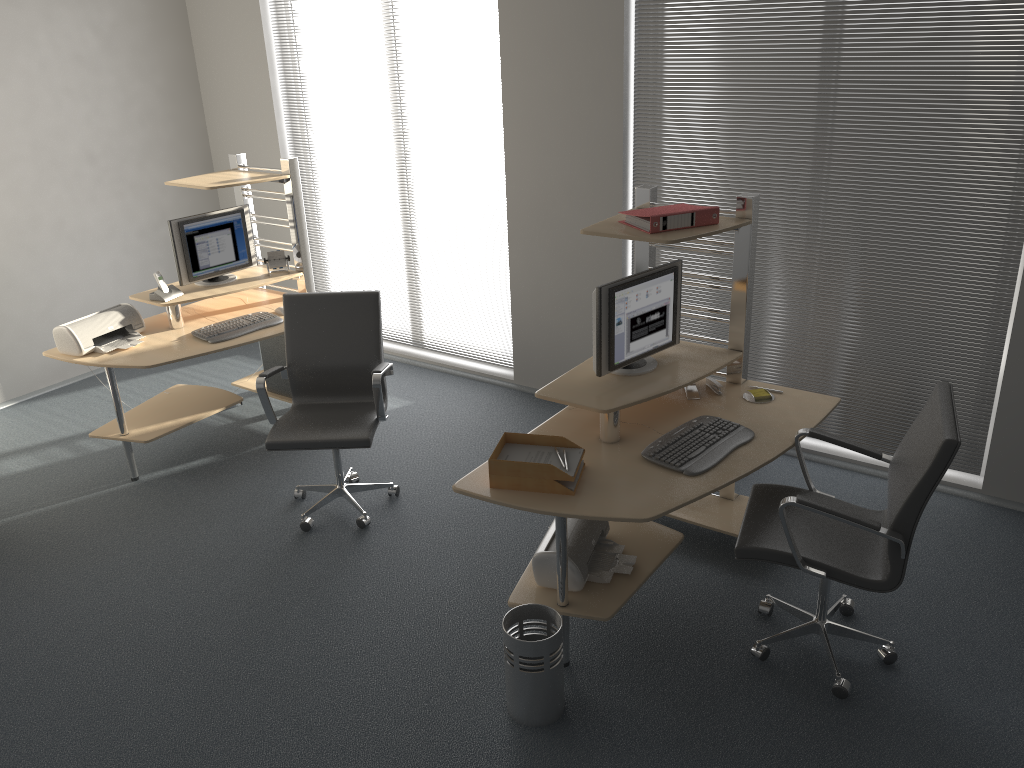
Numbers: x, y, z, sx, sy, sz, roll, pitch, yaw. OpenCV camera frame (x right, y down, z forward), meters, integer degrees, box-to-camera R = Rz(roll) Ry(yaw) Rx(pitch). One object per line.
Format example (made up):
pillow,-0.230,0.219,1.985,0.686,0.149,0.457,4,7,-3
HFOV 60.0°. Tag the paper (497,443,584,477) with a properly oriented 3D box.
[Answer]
paper,0.095,0.275,3.221,0.297,0.010,0.210,3,24,14

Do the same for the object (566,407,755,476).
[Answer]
object,0.522,0.185,3.598,0.814,0.082,0.478,18,30,40

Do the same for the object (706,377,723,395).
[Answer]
object,0.889,0.006,3.900,0.022,0.042,0.134,-7,23,-11

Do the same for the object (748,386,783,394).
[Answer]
object,1.106,0.023,3.876,0.158,0.011,0.011,12,27,30

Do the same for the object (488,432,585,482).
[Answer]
object,0.093,0.260,3.214,0.309,0.060,0.225,3,24,14

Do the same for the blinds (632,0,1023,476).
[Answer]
blinds,1.473,-1.011,4.394,1.950,2.770,0.022,13,28,33

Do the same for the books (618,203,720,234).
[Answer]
books,0.640,-0.696,3.640,0.320,0.072,0.262,-11,24,-20

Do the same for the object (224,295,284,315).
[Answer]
object,-1.556,-0.489,5.402,0.742,0.088,0.168,15,28,35

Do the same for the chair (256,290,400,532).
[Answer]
chair,-0.886,0.140,4.359,0.584,1.048,0.652,-2,23,2

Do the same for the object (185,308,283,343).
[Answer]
object,-1.728,-0.365,5.133,0.814,0.082,0.478,18,30,40

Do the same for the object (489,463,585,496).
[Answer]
object,0.096,0.312,3.236,0.309,0.060,0.225,3,24,14

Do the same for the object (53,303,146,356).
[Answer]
object,-2.161,-0.290,4.764,0.351,0.162,0.438,9,26,26

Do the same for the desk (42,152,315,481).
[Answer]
desk,-1.699,-0.371,4.987,0.967,1.566,1.469,13,28,33

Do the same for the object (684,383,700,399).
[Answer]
object,0.785,0.006,3.881,0.054,0.064,0.159,-1,23,3

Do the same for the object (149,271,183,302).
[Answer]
object,-1.957,-0.558,4.985,0.119,0.151,0.150,6,24,20

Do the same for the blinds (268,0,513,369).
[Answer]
blinds,-0.818,-1.553,5.912,1.950,2.749,0.037,13,28,33

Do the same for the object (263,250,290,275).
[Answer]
object,-1.421,-0.736,5.367,0.154,0.135,0.093,-9,24,-16

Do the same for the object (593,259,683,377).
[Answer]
object,0.498,-0.276,3.719,0.516,0.418,0.245,-16,26,-29

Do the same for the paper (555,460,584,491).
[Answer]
paper,0.097,0.323,3.241,0.297,0.019,0.210,3,24,14

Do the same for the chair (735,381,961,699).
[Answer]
chair,1.174,0.531,3.220,0.652,1.048,0.584,7,25,21

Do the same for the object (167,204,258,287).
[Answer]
object,-1.769,-0.812,5.221,0.516,0.418,0.245,-20,29,-36

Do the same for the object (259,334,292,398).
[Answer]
object,-1.316,-0.136,5.505,0.471,0.422,0.199,13,28,33

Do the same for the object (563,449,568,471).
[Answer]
object,0.194,0.274,3.192,0.008,0.009,0.159,-3,23,0

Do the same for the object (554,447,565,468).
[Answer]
object,0.173,0.266,3.212,0.008,0.009,0.159,-6,23,-8

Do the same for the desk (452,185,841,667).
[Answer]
desk,0.585,0.170,3.472,0.967,1.566,1.469,13,28,33

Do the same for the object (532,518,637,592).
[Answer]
object,0.309,0.631,3.484,0.351,0.162,0.438,6,24,19

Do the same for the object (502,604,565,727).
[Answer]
object,0.078,0.992,3.124,0.208,0.377,0.208,-7,23,-9

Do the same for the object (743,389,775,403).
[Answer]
object,1.060,0.044,3.810,0.132,0.026,0.132,13,28,33
